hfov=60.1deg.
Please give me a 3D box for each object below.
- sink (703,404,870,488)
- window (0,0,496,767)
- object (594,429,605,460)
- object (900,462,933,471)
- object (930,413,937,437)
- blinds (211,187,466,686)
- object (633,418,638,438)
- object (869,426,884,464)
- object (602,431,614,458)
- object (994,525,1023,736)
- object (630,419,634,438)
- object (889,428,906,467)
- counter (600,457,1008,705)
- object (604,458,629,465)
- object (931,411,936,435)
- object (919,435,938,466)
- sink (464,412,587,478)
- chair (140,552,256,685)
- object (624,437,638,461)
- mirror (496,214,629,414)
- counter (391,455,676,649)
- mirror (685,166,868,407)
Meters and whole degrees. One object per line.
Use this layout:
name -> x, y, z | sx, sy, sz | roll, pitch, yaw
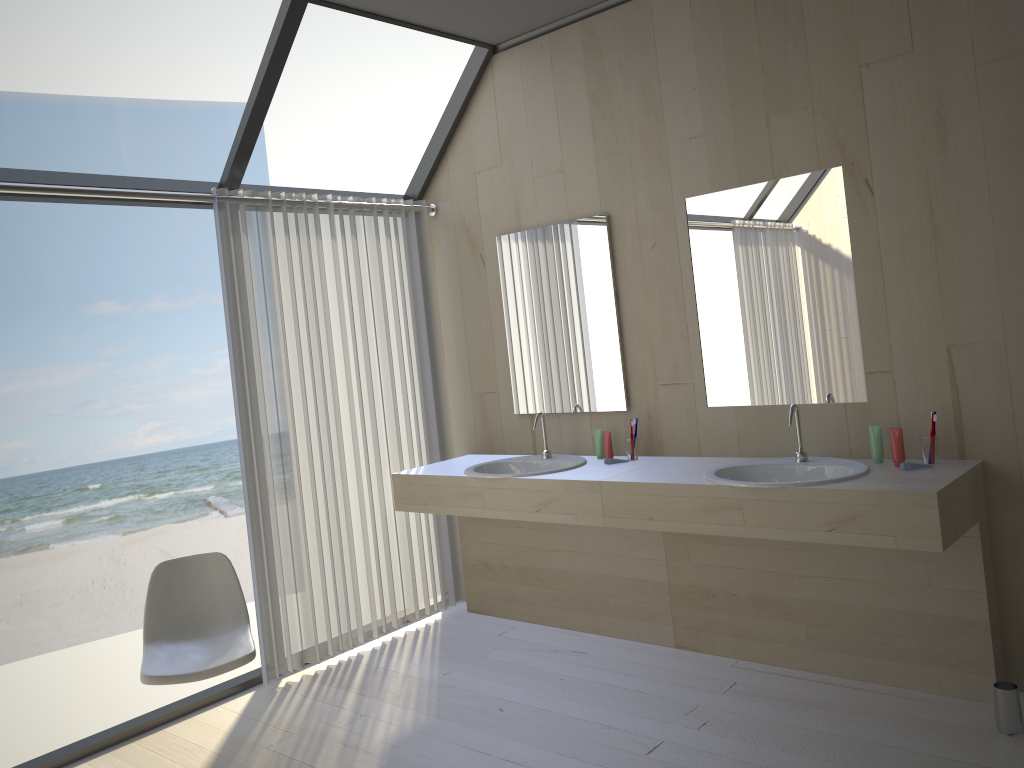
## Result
sink -> 0.957, 0.296, 3.120 | 0.572, 0.419, 0.506 | -4, 2, 45
window -> -1.707, -0.020, 2.777 | 0.743, 2.813, 4.577 | -6, 1, 41
object -> 0.388, 0.268, 3.925 | 0.039, 0.135, 0.039 | -6, 0, 0
object -> 1.342, 0.268, 2.941 | 0.104, 0.029, 0.032 | -7, 2, -8
object -> 1.415, 0.185, 2.967 | 0.012, 0.178, 0.050 | -6, 0, -9
blinds -> -0.753, 0.150, 4.119 | 0.084, 2.071, 1.186 | -6, 0, 41
object -> 0.524, 0.237, 3.797 | 0.054, 0.175, 0.012 | -6, 0, -23
object -> 1.290, 0.214, 3.130 | 0.039, 0.135, 0.039 | -6, 0, -7
object -> 0.414, 0.271, 3.814 | 0.039, 0.135, 0.039 | -6, 0, 0
object -> 1.635, 0.675, 2.776 | 0.273, 0.749, 0.408 | -6, 0, 29
object -> 0.514, 0.238, 3.762 | 0.012, 0.178, 0.050 | -6, 0, -9
object -> 1.315, 0.218, 3.019 | 0.039, 0.135, 0.039 | -6, 0, -7
counter -> 1.007, 0.705, 3.175 | 1.202, 0.791, 0.552 | -4, 2, 41
object -> 0.441, 0.322, 3.736 | 0.104, 0.029, 0.032 | -7, 2, -8
object -> 1.425, 0.183, 3.002 | 0.054, 0.175, 0.012 | -6, 0, -23
object -> 1.415, 0.226, 2.996 | 0.058, 0.100, 0.058 | -6, 1, -38
sink -> 0.055, 0.350, 3.915 | 0.572, 0.419, 0.506 | -4, 2, 45
chair -> -1.111, 0.813, 3.105 | 0.370, 0.347, 0.453 | -7, 2, -20
object -> 0.513, 0.279, 3.791 | 0.059, 0.100, 0.058 | -7, 1, -42
mirror -> 0.219, -0.301, 4.105 | 0.651, 0.868, 0.023 | -5, 0, 41
counter -> 0.105, 0.758, 3.970 | 1.202, 0.791, 0.552 | -4, 2, 41
mirror -> 1.011, -0.351, 3.443 | 0.651, 0.868, 0.023 | -5, 0, 41
